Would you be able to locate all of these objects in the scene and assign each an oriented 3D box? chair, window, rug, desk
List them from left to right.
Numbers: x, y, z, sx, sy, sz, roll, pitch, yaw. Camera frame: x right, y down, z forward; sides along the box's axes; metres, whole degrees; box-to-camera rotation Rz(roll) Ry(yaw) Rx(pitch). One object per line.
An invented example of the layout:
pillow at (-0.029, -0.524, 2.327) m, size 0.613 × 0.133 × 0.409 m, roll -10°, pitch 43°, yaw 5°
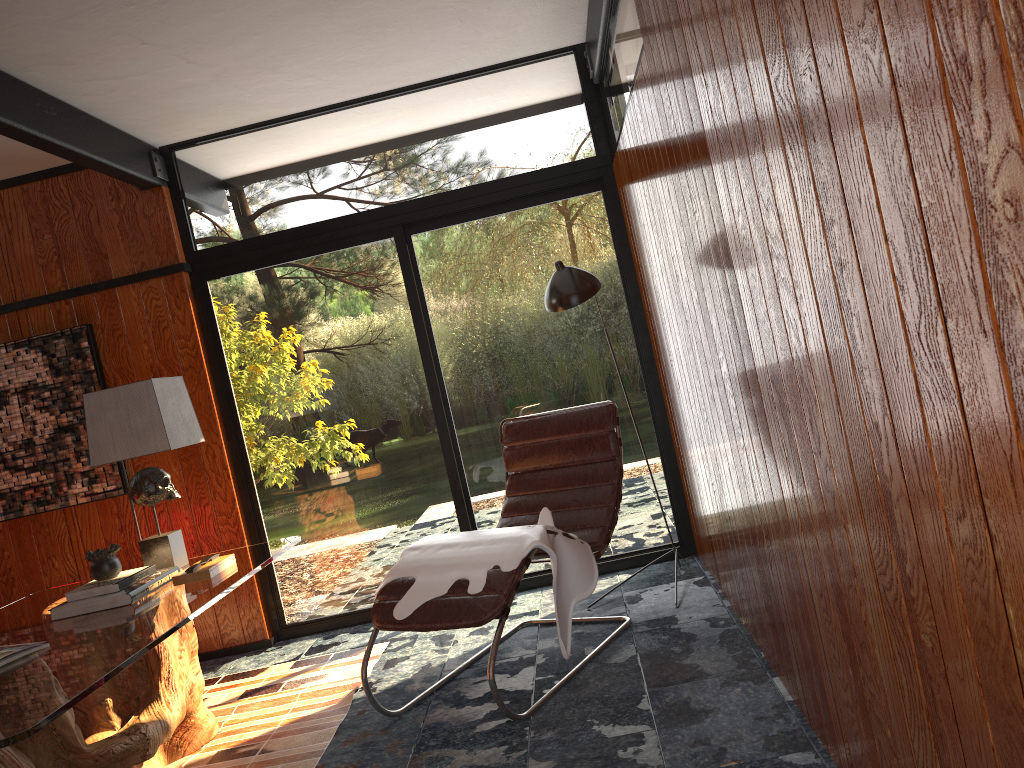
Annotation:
rug at (-1.800, 1.481, 2.942) m, size 2.410 × 0.042 × 2.439 m, roll -13°, pitch 1°, yaw 4°
desk at (-1.394, 1.080, 2.712) m, size 1.150 × 0.632 × 1.900 m, roll -13°, pitch 1°, yaw 4°
window at (-0.401, -0.180, 4.466) m, size 2.260 × 2.580 × 0.085 m, roll -13°, pitch 1°, yaw 4°
chair at (-0.014, 0.627, 3.410) m, size 0.593 × 0.886 × 1.298 m, roll -12°, pitch 2°, yaw 31°

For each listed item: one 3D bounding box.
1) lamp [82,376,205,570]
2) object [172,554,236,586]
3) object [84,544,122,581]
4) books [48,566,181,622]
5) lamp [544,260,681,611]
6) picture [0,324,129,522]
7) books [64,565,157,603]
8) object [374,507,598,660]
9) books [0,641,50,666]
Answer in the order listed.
lamp at (-1.384, 0.360, 3.446) m, size 0.316 × 0.732 × 0.316 m, roll -13°, pitch 1°, yaw 4°
object at (-1.096, 0.653, 3.159) m, size 0.135 × 0.049 × 0.238 m, roll -13°, pitch 1°, yaw 4°
object at (-1.414, 0.623, 3.080) m, size 0.118 × 0.114 × 0.121 m, roll -13°, pitch 1°, yaw -2°
books at (-1.361, 0.720, 3.068) m, size 0.286 × 0.040 × 0.366 m, roll -13°, pitch 1°, yaw 4°
lamp at (0.386, 0.203, 3.957) m, size 0.410 × 1.514 × 0.595 m, roll -12°, pitch 1°, yaw 13°
picture at (-2.456, 0.223, 4.451) m, size 0.916 × 0.873 × 0.061 m, roll -13°, pitch 1°, yaw 4°
books at (-1.385, 0.689, 3.071) m, size 0.198 × 0.029 × 0.249 m, roll -12°, pitch 1°, yaw 6°
object at (-0.030, 0.772, 3.286) m, size 0.897 × 0.489 × 0.713 m, roll -13°, pitch 2°, yaw -28°
books at (-1.528, 0.770, 2.374) m, size 0.300 × 0.049 × 0.422 m, roll -12°, pitch 2°, yaw 23°
